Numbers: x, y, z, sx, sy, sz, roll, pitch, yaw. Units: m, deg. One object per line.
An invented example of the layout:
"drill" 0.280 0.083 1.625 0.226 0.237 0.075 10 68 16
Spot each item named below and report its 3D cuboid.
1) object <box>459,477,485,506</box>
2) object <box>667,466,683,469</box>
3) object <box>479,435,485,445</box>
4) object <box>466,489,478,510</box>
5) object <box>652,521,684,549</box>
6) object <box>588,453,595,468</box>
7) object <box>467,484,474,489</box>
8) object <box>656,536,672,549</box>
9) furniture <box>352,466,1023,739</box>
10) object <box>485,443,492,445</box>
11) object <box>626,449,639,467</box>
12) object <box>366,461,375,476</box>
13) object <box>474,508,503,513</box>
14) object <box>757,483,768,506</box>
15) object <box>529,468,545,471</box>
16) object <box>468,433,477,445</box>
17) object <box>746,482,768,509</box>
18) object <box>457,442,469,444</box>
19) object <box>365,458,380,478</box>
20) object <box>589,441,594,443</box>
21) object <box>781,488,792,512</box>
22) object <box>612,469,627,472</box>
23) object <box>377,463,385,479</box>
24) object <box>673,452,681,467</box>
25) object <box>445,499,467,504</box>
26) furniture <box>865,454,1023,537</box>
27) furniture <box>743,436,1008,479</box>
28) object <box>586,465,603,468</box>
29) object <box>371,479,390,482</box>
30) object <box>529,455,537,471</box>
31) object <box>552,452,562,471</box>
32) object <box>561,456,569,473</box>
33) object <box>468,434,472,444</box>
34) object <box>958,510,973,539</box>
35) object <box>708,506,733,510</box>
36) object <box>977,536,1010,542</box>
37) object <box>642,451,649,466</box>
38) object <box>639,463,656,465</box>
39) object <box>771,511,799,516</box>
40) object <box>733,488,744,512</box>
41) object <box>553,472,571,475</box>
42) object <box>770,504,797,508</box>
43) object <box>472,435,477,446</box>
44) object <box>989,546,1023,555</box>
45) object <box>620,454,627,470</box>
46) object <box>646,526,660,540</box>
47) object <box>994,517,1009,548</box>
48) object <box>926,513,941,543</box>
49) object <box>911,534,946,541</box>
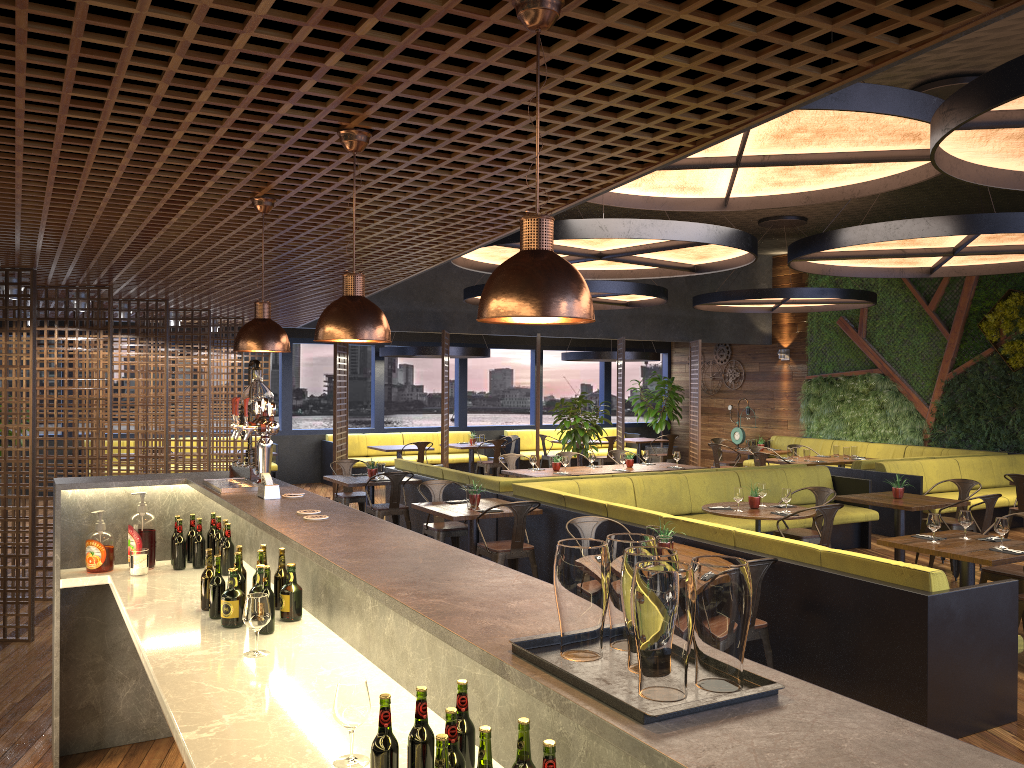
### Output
"object" -0.331 0.986 8.148 0.260 0.271 0.238 0 0 -28
"object" 2.201 1.126 11.987 0.157 0.019 0.255 0 0 -29
"object" -0.543 1.017 16.157 0.102 0.178 0.102 0 0 -44
"object" -0.358 1.033 7.912 0.102 0.178 0.102 0 0 -44
"object" 0.990 1.000 5.766 0.238 0.271 0.260 0 0 -8
"object" 1.066 1.025 11.869 0.097 0.206 0.097 0 0 16
"object" -0.374 1.032 8.288 0.102 0.178 0.102 0 0 -44
"object" 0.951 1.046 5.545 0.102 0.178 0.102 0 0 6
"furniture" 2.144 1.444 9.053 4.895 0.914 7.462 0 0 -34
"object" -0.430 1.098 16.279 0.157 0.019 0.255 0 0 -30
"object" 1.591 0.993 12.021 0.238 0.271 0.260 0 0 -8
"object" -1.697 1.019 10.650 0.102 0.178 0.102 0 0 -14
"object" -0.213 1.114 7.829 0.255 0.019 0.157 0 0 -30
"object" 2.348 1.040 8.320 0.097 0.206 0.097 0 0 9
"object" 0.332 1.114 11.588 0.157 0.019 0.255 0 0 -29
"object" -0.707 0.970 16.154 0.238 0.271 0.260 0 0 -8
"object" 2.220 1.004 8.130 0.238 0.271 0.260 0 0 -8
"object" -0.882 1.094 16.435 0.255 0.019 0.157 0 0 -30
"object" -1.639 0.973 10.483 0.260 0.271 0.238 0 0 -28
"object" 1.525 1.110 17.022 0.255 0.019 0.157 0 0 -30
"object" 2.460 1.041 7.952 0.097 0.206 0.097 0 0 -4
"object" 1.408 1.122 11.543 0.157 0.019 0.255 0 0 -29
"object" -1.532 1.021 10.375 0.102 0.178 0.102 0 0 -24
"object" 2.262 1.032 12.150 0.097 0.206 0.097 0 0 16
"object" -0.497 1.111 8.401 0.255 0.019 0.157 0 0 -30
"furniture" 7.133 1.476 10.309 3.372 0.914 4.503 0 0 -29
"furniture" 4.869 1.453 14.354 3.378 0.916 4.755 0 0 -29
"object" 1.125 1.119 12.032 0.157 0.019 0.255 0 0 -29
"object" -1.537 1.101 10.191 0.255 0.019 0.157 0 0 -30
"object" 0.273 1.020 11.424 0.097 0.206 0.097 0 0 16
"object" 0.567 0.987 11.447 0.238 0.271 0.260 0 0 -8
"object" 0.676 1.023 11.262 0.097 0.206 0.097 0 0 16
"object" -0.760 1.015 16.322 0.102 0.178 0.102 0 0 -44
"object" 3.380 1.050 6.611 0.097 0.206 0.097 0 0 -29
"object" 1.925 1.131 8.106 0.255 0.019 0.157 0 0 3
"object" 3.542 1.145 6.551 0.255 0.019 0.157 0 0 -29
"object" 1.858 1.029 12.313 0.097 0.206 0.097 0 0 16
"object" 1.918 1.123 12.477 0.157 0.019 0.255 0 0 -29
"object" 2.381 1.135 7.796 0.157 0.019 0.255 0 0 -23
"object" 2.033 1.038 7.968 0.097 0.206 0.097 0 0 12
"object" 0.615 1.117 11.099 0.157 0.019 0.255 0 0 -29
"object" 2.509 1.135 8.254 0.255 0.019 0.157 0 0 -27
"object" -0.674 1.017 15.973 0.102 0.178 0.102 0 0 -44
"object" 3.406 1.145 6.117 0.157 0.019 0.255 0 0 -29
"object" 1.469 1.028 11.706 0.097 0.206 0.097 0 0 16
"object" 0.946 1.045 5.932 0.102 0.178 0.102 0 0 -44
"object" 3.467 1.051 6.280 0.097 0.206 0.097 0 0 -38
"object" 3.064 1.048 6.443 0.097 0.206 0.097 0 0 -38
"object" 3.124 1.142 6.606 0.157 0.019 0.255 0 0 -29
